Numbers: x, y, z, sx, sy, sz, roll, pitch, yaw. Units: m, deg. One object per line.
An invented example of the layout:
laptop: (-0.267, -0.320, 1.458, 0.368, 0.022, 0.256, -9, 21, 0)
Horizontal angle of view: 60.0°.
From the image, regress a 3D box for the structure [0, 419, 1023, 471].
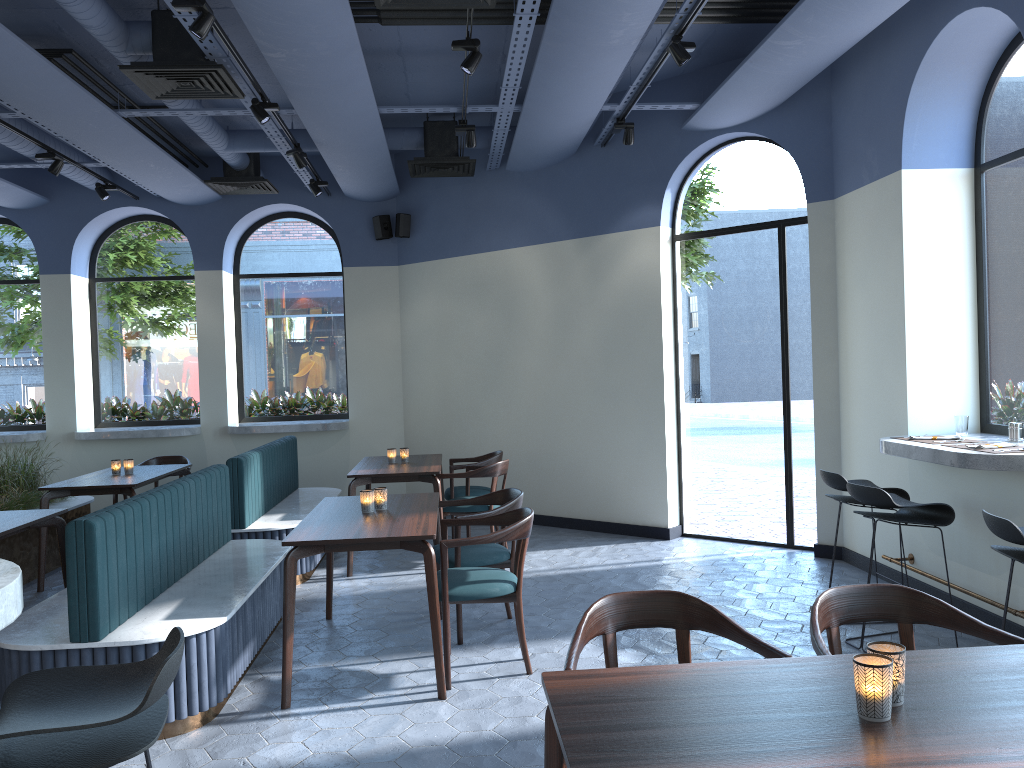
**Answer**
structure: (-0.175, 0.452, 5.892, 4.315, 0.080, 14.155, -3, 1, -43)

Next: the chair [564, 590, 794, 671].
chair: (0.437, 1.050, 2.543, 0.618, 0.793, 0.525, -2, 1, -5)

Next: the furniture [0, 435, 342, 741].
furniture: (-3.755, 0.957, 5.856, 4.703, 1.150, 4.800, -2, 1, -4)

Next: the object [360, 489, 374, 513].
object: (-0.784, 0.635, 4.805, 0.078, 0.120, 0.078, -2, 1, -21)

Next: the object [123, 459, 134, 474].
object: (-3.125, 0.675, 7.232, 0.078, 0.120, 0.078, -2, 1, 13)

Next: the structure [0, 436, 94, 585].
structure: (-4.096, 0.941, 5.832, 1.143, 1.207, 4.878, -2, 1, -3)

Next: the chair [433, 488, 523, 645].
chair: (-0.190, 1.029, 5.184, 0.525, 0.793, 0.618, -2, 1, -18)

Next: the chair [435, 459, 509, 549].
chair: (-0.279, 1.002, 7.072, 0.525, 0.793, 0.618, -2, 1, 20)

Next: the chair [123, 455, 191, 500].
chair: (-3.231, 1.082, 8.205, 0.618, 0.793, 0.525, -2, 1, -5)

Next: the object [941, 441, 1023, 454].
object: (2.553, 0.325, 4.687, 0.322, 0.027, 0.497, -2, 1, -4)

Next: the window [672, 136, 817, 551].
window: (1.908, -0.349, 7.288, 1.298, 3.335, 0.020, -1, 1, 41)

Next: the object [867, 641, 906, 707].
object: (0.811, 0.628, 1.919, 0.078, 0.120, 0.078, -2, 1, 13)

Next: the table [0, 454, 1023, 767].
table: (-1.072, 1.101, 3.633, 3.997, 0.755, 9.778, -2, 1, -20)

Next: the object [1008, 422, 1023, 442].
object: (2.832, 0.257, 4.990, 0.047, 0.136, 0.093, -2, 1, -4)

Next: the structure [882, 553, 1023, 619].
structure: (1.070, 1.315, 1.546, 6.894, 0.250, 5.649, -3, 1, -32)

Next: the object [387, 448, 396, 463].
object: (-1.003, 0.601, 7.408, 0.078, 0.120, 0.078, -2, 1, 13)

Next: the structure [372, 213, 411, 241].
structure: (-2.739, -1.557, 3.699, 7.261, 0.268, 13.143, -2, 1, -21)

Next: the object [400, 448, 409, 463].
object: (-0.901, 0.597, 7.432, 0.078, 0.120, 0.078, -2, 1, 13)

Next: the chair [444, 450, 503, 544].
chair: (-0.327, 0.992, 7.756, 0.525, 0.793, 0.618, -2, 1, -5)

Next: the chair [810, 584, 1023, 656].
chair: (1.124, 1.027, 2.530, 0.618, 0.793, 0.525, -2, 1, -5)

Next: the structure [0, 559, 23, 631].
structure: (-2.543, -0.319, 0.234, 3.220, 3.800, 3.653, -2, 1, -4)

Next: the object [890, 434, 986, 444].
object: (2.513, 0.318, 5.248, 0.322, 0.027, 0.497, -2, 1, -4)

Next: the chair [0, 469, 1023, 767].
chair: (0.700, 0.969, 2.083, 3.651, 0.949, 6.322, -2, 1, -5)

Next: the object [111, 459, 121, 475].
object: (-3.222, 0.678, 7.220, 0.078, 0.120, 0.078, -2, 1, 13)

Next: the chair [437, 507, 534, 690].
chair: (-0.140, 1.039, 4.462, 0.525, 0.793, 0.618, -2, 1, -5)

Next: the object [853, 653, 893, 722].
object: (0.751, 0.631, 1.842, 0.078, 0.120, 0.078, -2, 1, 13)

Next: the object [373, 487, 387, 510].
object: (-0.724, 0.632, 4.882, 0.078, 0.120, 0.078, -2, 1, -21)

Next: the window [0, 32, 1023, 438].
window: (-0.068, -0.782, 6.036, 3.897, 2.394, 14.212, -3, 1, -43)

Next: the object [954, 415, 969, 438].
object: (2.713, 0.257, 5.350, 0.080, 0.132, 0.080, -2, 1, 11)
